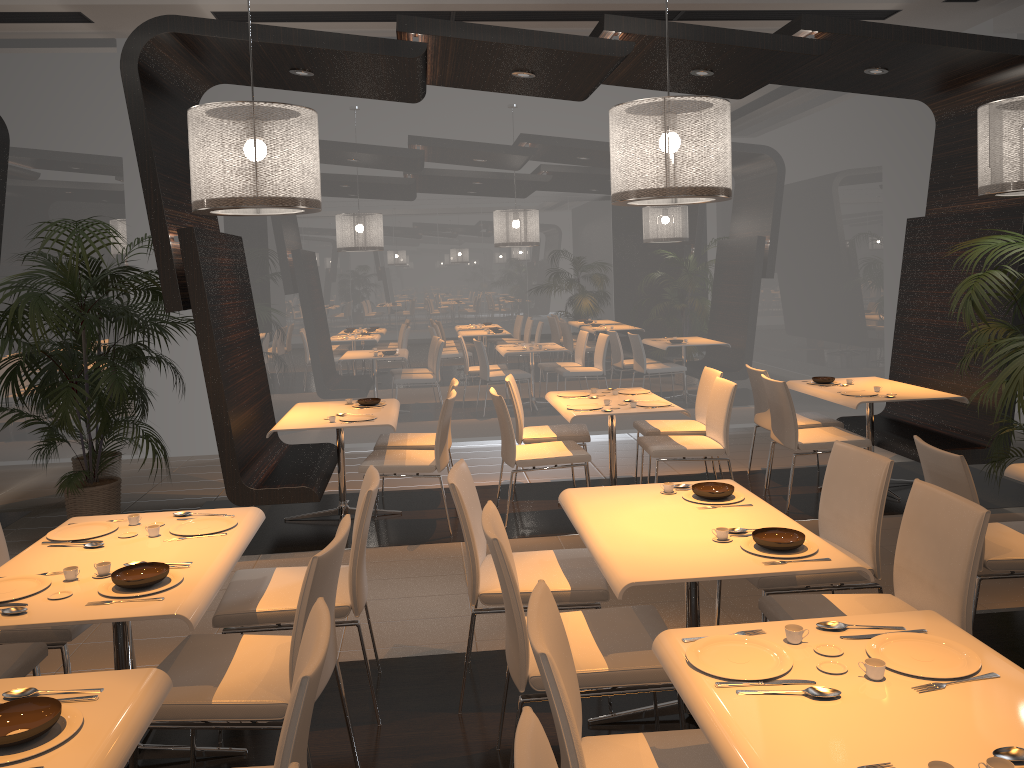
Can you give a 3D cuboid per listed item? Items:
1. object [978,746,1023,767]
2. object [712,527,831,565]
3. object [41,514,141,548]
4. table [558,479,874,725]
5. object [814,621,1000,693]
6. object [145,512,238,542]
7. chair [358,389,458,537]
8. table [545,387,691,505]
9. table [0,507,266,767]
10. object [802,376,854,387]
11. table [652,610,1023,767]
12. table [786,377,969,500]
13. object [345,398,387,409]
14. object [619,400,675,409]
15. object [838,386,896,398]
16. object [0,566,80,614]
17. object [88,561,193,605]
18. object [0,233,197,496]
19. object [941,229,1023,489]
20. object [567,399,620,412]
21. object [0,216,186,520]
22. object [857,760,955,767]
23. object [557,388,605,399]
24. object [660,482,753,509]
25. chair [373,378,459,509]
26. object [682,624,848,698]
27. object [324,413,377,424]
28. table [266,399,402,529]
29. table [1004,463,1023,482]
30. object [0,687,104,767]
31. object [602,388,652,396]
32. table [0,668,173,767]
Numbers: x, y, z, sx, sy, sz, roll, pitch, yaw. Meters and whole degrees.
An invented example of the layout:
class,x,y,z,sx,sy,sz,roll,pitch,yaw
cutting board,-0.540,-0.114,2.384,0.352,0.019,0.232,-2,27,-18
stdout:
class,x,y,z,sx,sy,sz,roll,pitch,yaw
object,0.981,0.686,1.472,0.303,0.044,0.367,-3,7,-7
object,0.834,0.509,2.897,0.303,0.044,0.367,-3,7,-7
object,-1.553,0.542,3.274,0.335,0.037,0.379,-3,7,-12
table,0.786,0.852,3.240,1.053,0.722,1.154,-2,6,-6
object,0.894,0.614,2.083,0.335,0.037,0.379,-4,8,-17
object,-1.218,0.520,3.359,0.335,0.037,0.379,-4,8,-17
chair,-0.653,0.503,5.753,0.605,0.866,0.486,-2,4,2
table,0.710,0.473,6.240,0.800,0.722,1.154,-2,6,-6
table,-1.331,0.948,3.022,0.800,0.722,1.154,-2,6,-6
object,2.398,-0.023,6.690,0.303,0.044,0.367,-3,7,-7
table,0.821,1.042,1.741,0.800,0.722,1.154,-2,6,-6
table,2.602,0.389,6.424,0.800,0.722,1.154,-2,6,-6
object,-1.054,0.131,6.350,0.303,0.044,0.367,-3,7,-7
object,0.894,0.119,5.973,0.335,0.037,0.379,-4,8,-17
object,2.455,0.056,6.076,0.335,0.037,0.379,-3,7,-12
object,-1.490,0.617,2.664,0.335,0.037,0.379,-3,7,-12
object,-1.173,0.594,2.739,0.303,0.044,0.367,-3,7,-7
object,-3.123,-0.142,6.785,1.510,2.051,1.563,-6,6,-44
object,3.250,-0.125,5.032,1.504,2.051,1.570,-1,4,7
object,0.540,0.145,5.865,0.335,0.037,0.379,-3,7,-12
object,-2.794,-0.019,5.731,1.562,2.051,1.512,-3,4,-12
object,0.648,0.706,1.424,0.335,0.037,0.379,-3,7,-12
object,0.507,0.068,6.472,0.335,0.037,0.379,-3,7,-12
object,0.768,0.430,3.542,0.303,0.044,0.367,-3,7,-7
chair,-0.674,0.425,6.390,0.605,0.870,0.486,-2,4,-3
object,0.585,0.630,2.034,0.335,0.037,0.379,-3,7,-12
object,-1.056,0.208,5.775,0.335,0.037,0.379,-4,8,-17
table,-1.170,0.556,6.062,0.800,0.722,1.154,-2,6,-6
table,2.649,0.770,3.413,0.800,0.722,1.154,-2,6,-6
object,-1.053,0.704,1.846,0.303,0.044,0.367,-3,7,-7
object,0.846,0.043,6.586,0.335,0.037,0.379,-4,8,-17
table,-1.142,1.130,1.543,0.800,0.722,1.154,-2,6,-6
